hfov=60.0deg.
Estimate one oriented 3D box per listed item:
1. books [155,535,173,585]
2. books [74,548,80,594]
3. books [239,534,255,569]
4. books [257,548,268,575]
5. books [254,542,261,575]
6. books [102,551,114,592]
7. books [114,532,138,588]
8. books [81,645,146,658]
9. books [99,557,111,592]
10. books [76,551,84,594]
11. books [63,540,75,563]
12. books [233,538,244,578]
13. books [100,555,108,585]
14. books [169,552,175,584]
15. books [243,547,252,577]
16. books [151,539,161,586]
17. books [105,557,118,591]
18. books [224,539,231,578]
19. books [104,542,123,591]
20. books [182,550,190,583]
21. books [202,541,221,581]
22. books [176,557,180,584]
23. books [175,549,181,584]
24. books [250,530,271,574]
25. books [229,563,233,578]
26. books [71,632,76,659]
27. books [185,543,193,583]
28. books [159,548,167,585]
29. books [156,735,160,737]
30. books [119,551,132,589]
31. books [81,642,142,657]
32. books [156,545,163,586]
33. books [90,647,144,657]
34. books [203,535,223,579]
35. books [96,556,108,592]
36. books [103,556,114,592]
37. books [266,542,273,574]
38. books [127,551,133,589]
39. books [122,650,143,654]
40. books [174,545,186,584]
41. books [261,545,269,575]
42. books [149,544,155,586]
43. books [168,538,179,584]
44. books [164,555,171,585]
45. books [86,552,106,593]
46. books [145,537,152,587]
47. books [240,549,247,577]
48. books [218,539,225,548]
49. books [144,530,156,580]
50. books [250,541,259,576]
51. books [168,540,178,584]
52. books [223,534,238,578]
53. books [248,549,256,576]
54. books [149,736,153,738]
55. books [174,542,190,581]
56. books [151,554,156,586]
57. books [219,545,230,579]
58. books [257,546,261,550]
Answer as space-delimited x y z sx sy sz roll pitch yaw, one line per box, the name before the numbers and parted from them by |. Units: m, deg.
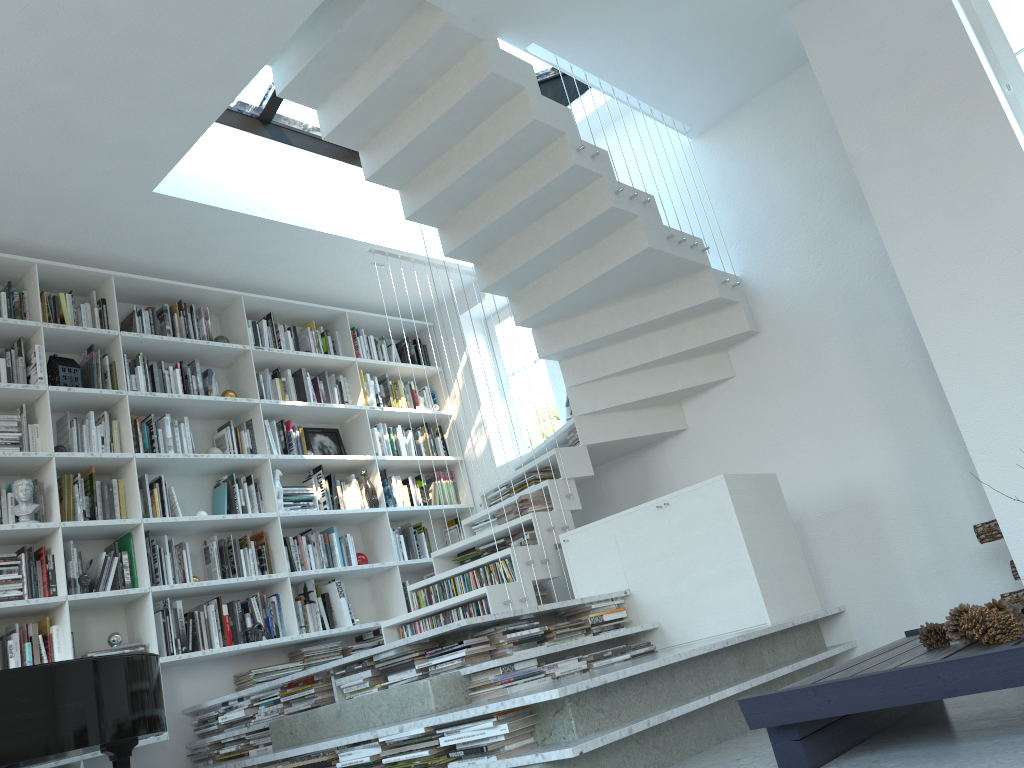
books | -1.941 1.006 4.914 0.175 0.296 0.014 -28 -22 37
books | -2.272 0.996 4.570 0.158 0.265 0.012 -28 -22 37
books | -1.596 1.053 5.294 0.173 0.273 0.006 -28 -22 37
books | -1.531 1.095 5.320 0.190 0.180 0.016 -28 -22 37
books | -1.568 1.080 5.330 0.155 0.231 0.021 -28 -22 37
books | -2.163 1.017 4.672 0.150 0.238 0.094 -28 -22 37
books | -2.079 0.982 4.777 0.183 0.324 0.014 -28 -22 37
books | -2.037 1.370 4.513 0.285 0.012 0.160 3 -25 -44
books | -2.172 1.030 4.657 0.143 0.211 0.090 -28 -22 37
books | -2.255 1.006 4.585 0.141 0.247 0.035 -28 -22 37
books | -2.279 0.973 4.561 0.141 0.306 0.013 -28 -22 37
books | -1.646 1.054 5.220 0.184 0.250 0.018 -28 -22 37
books | -2.184 1.025 4.654 0.144 0.225 0.095 -28 -22 37
books | -1.928 1.057 4.926 0.167 0.202 0.013 -28 -22 37
books | -1.607 1.088 5.261 0.176 0.194 0.015 -28 -22 37
books | -1.980 1.009 4.870 0.159 0.283 0.005 -28 -22 37
books | -2.147 1.035 4.678 0.169 0.204 0.091 -28 -22 37
books | -1.699 1.054 5.191 0.159 0.258 0.008 -28 -22 37
books | -2.125 1.000 4.731 0.139 0.285 0.013 -28 -22 37
books | -1.870 1.057 4.979 0.181 0.206 0.014 -28 -22 37
books | -1.740 1.054 5.146 0.130 0.251 0.019 -28 -22 37
books | -1.899 1.072 4.955 0.141 0.178 0.013 -28 -22 37
books | -1.899 1.053 4.970 0.134 0.222 0.008 -28 -22 37
books | -1.525 1.049 5.373 0.162 0.294 0.007 -28 -22 37
books | -1.694 1.086 5.210 0.122 0.208 0.031 -28 -22 37
books | -2.218 1.357 4.416 0.137 0.209 0.030 -28 -22 37
books | -1.861 1.041 5.009 0.173 0.250 0.013 -28 -22 37
books | -1.954 1.034 4.872 0.188 0.225 0.011 -28 -22 37
books | -1.838 1.674 4.491 0.149 0.232 0.013 -28 -22 37
books | -2.089 1.023 4.725 0.171 0.222 0.029 -28 -22 37
books | -2.035 1.356 4.511 0.254 0.012 0.161 1 -23 -39
books | -1.972 1.027 4.873 0.165 0.248 0.013 -28 -22 37
books | -2.028 1.378 4.503 0.161 0.012 0.254 -28 -22 37
books | -1.742 1.042 5.172 0.132 0.289 0.016 -28 -22 37
books | -2.178 1.023 4.627 0.176 0.209 0.089 -28 -22 37
books | -2.164 1.033 4.677 0.139 0.214 0.090 -28 -22 37
books | -1.510 1.093 5.401 0.146 0.223 0.009 -28 -22 37
books | -2.081 1.027 4.751 0.148 0.225 0.021 -28 -22 37
books | -2.032 1.393 4.507 0.254 0.012 0.161 3 -24 -43
books | -1.886 1.043 4.974 0.177 0.237 0.015 -28 -22 37
books | -1.526 1.094 5.357 0.159 0.203 0.013 -28 -22 37
books | -2.007 1.011 4.850 0.155 0.280 0.006 -28 -22 37
books | -1.919 1.023 4.964 0.160 0.284 0.006 -28 -22 37
books | -1.938 1.057 4.889 0.184 0.186 0.013 -28 -22 37
books | -2.189 1.012 4.614 0.190 0.227 0.095 -28 -22 37
books | -2.017 1.004 4.844 0.178 0.294 0.018 -28 -22 37
books | -1.625 1.087 5.223 0.182 0.181 0.018 -28 -22 37
books | -1.708 1.052 5.183 0.150 0.261 0.015 -28 -22 37
books | -2.013 0.990 4.883 0.150 0.341 0.007 -28 -22 37
books | -1.582 1.074 5.296 0.182 0.229 0.018 -28 -22 37
books | -1.919 1.024 4.937 0.183 0.266 0.012 -28 -22 37
books | -1.677 1.048 5.231 0.160 0.284 0.007 -28 -22 37
books | -1.591 1.093 5.269 0.191 0.182 0.019 -28 -22 37
books | -1.858 1.675 4.444 0.179 0.211 0.011 -28 -22 37
books | -1.871 1.035 5.000 0.142 0.260 0.014 -28 -22 37
books | -1.996 1.050 4.850 0.154 0.203 0.013 -28 -22 37
books | -1.703 1.067 5.156 0.178 0.215 0.016 -28 -22 37
books | -1.543 1.096 5.352 0.142 0.204 0.016 -28 -22 37
